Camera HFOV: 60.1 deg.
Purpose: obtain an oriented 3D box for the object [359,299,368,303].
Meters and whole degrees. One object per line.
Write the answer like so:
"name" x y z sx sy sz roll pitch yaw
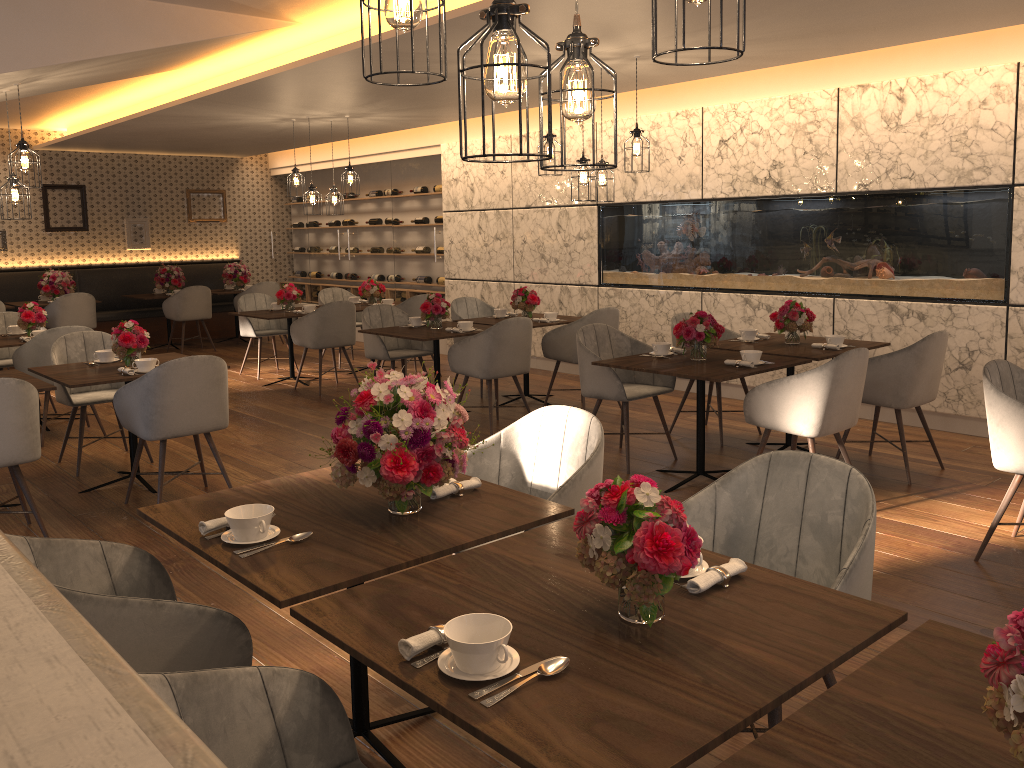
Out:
"object" -1.653 -0.922 9.843 0.056 0.039 0.176 -9 12 -40

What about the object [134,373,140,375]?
"object" -2.193 -0.074 5.108 0.025 0.024 0.193 -8 12 -40

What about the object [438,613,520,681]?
"object" -0.060 0.473 1.592 0.148 0.072 0.149 -1 9 1

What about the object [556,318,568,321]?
"object" 0.401 -0.555 7.575 0.043 0.015 0.198 -11 14 -44

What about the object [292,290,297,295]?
"object" -2.198 -0.915 8.887 0.077 0.052 0.046 1 8 11

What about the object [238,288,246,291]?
"object" -3.742 -1.306 12.287 0.056 0.039 0.176 -9 12 -40

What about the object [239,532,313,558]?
"object" -0.587 0.403 2.220 0.043 0.015 0.198 8 14 44

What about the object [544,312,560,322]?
"object" 0.328 -0.567 7.483 0.148 0.072 0.149 3 10 26

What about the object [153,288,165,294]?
"object" -4.838 -1.274 12.136 0.148 0.072 0.149 0 9 6

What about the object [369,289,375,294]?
"object" -1.508 -0.992 9.467 0.050 0.051 0.078 -6 10 -31

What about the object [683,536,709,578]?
"object" 0.373 0.389 2.017 0.148 0.072 0.149 -1 9 1

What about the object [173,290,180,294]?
"object" -4.409 -1.207 11.705 0.148 0.072 0.149 -1 9 1

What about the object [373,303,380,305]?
"object" -1.394 -0.825 9.263 0.056 0.039 0.176 -9 12 -40

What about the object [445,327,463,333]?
"object" -0.446 -0.416 6.809 0.056 0.039 0.176 -9 12 -40

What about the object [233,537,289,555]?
"object" -0.604 0.403 2.252 0.211 0.004 0.022 -10 13 -41

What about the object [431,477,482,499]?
"object" -0.167 0.310 2.631 0.176 0.039 0.056 -10 12 -41

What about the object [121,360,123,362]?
"object" -2.490 -0.159 5.629 0.025 0.024 0.193 -8 12 -40

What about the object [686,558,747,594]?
"object" 0.448 0.419 1.934 0.176 0.039 0.056 -10 12 -41

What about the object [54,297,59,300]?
"object" -5.481 -1.021 10.770 0.148 0.072 0.149 0 9 6

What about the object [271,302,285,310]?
"object" -2.428 -0.804 9.165 0.148 0.072 0.149 3 10 26

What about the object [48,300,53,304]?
"object" -5.566 -0.989 10.697 0.056 0.039 0.176 -9 12 -40

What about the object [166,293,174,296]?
"object" -4.494 -1.176 11.632 0.056 0.039 0.176 -9 12 -40

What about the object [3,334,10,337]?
"object" -4.130 -0.398 7.249 0.022 0.004 0.211 -10 13 -40

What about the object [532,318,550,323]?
"object" 0.243 -0.535 7.410 0.056 0.039 0.176 -9 12 -40

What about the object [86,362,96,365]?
"object" -2.628 -0.128 5.496 0.043 0.015 0.198 -11 14 -44

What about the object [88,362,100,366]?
"object" -2.597 -0.126 5.514 0.022 0.004 0.211 -10 13 -40

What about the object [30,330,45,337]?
"object" -3.661 -0.379 6.884 0.148 0.072 0.149 2 10 16

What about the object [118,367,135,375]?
"object" -2.213 -0.075 5.077 0.056 0.039 0.176 -9 12 -40

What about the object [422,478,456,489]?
"object" -0.243 0.280 2.714 0.148 0.072 0.149 -1 9 1

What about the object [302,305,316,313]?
"object" -1.999 -0.737 8.734 0.148 0.072 0.149 3 10 26

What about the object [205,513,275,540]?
"object" -0.721 0.377 2.357 0.193 0.024 0.025 -10 12 -41

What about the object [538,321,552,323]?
"object" 0.263 -0.534 7.441 0.025 0.024 0.193 -8 12 -40

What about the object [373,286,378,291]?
"object" -1.482 -1.024 9.470 0.076 0.052 0.048 4 9 28

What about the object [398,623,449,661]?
"object" -0.136 0.476 1.679 0.176 0.039 0.056 -10 12 -41

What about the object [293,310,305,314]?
"object" -2.084 -0.706 8.661 0.056 0.039 0.176 -9 12 -40

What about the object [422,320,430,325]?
"object" -0.705 -0.512 7.390 0.056 0.039 0.176 -9 12 -40

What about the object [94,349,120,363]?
"object" -2.557 -0.174 5.581 0.148 0.072 0.149 2 10 16

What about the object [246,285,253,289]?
"object" -3.657 -1.338 12.360 0.148 0.072 0.149 0 9 6

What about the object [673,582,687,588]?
"object" 0.419 0.423 1.955 0.193 0.024 0.025 -10 12 -41

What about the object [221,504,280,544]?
"object" -0.676 0.364 2.289 0.148 0.072 0.149 -1 9 1

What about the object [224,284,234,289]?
"object" -4.086 -1.404 12.791 0.148 0.072 0.149 -1 9 1

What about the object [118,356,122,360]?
"object" -2.471 -0.172 5.658 0.056 0.039 0.176 -9 12 -40

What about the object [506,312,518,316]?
"object" -0.015 -0.632 7.991 0.056 0.039 0.176 -9 12 -40

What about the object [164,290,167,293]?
"object" -4.752 -1.272 12.213 0.056 0.039 0.176 -9 12 -40

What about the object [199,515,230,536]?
"object" -0.751 0.367 2.376 0.176 0.039 0.056 -10 12 -41

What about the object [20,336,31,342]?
"object" -3.746 -0.347 6.811 0.056 0.039 0.176 -9 12 -40

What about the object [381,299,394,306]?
"object" -1.309 -0.857 9.335 0.148 0.072 0.149 3 10 26

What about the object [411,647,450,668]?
"object" -0.105 0.486 1.660 0.193 0.024 0.025 -10 12 -41

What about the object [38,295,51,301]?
"object" -5.910 -1.088 11.201 0.148 0.072 0.149 0 9 6

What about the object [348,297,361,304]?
"object" -1.738 -0.924 9.767 0.148 0.072 0.149 3 10 26

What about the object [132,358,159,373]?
"object" -2.128 -0.107 5.150 0.148 0.072 0.149 2 10 16

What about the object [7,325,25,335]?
"object" -4.090 -0.445 7.315 0.148 0.072 0.149 2 10 16
